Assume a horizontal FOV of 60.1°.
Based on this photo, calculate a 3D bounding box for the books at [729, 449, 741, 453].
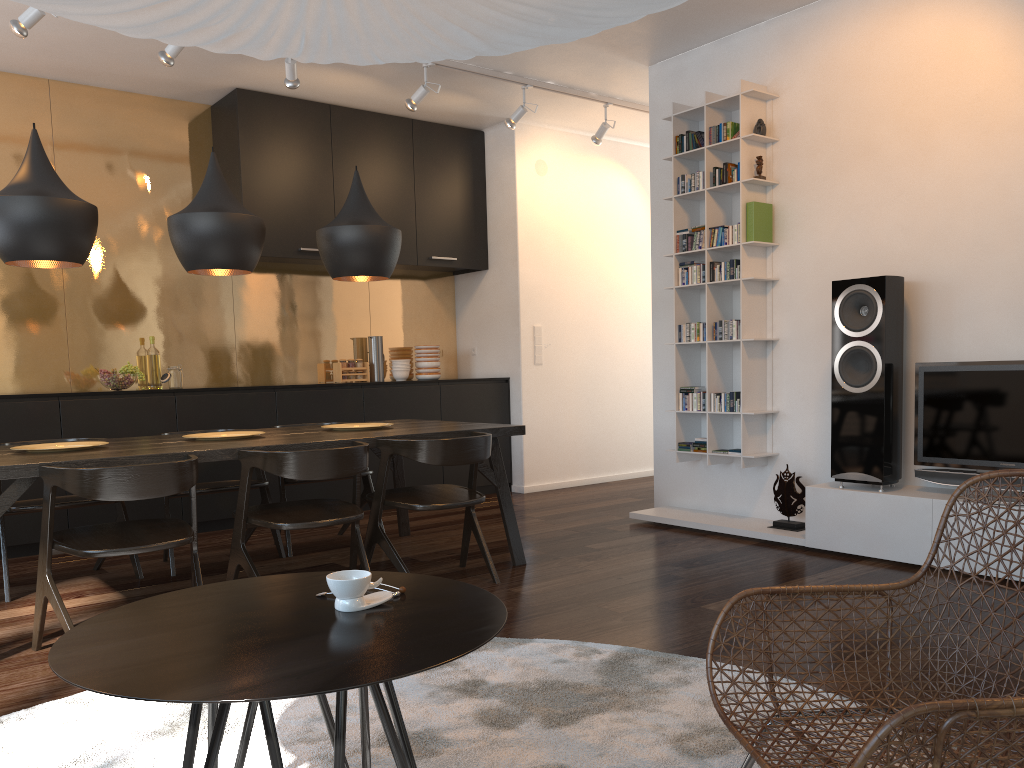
[{"bbox_3d":[1.270,0.373,4.937,0.069,0.014,0.093,-2,1,-33],"label":"books"}]

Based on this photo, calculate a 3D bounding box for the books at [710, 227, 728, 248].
[{"bbox_3d":[1.163,-0.813,4.932,0.095,0.108,0.087,-4,4,-38],"label":"books"}]

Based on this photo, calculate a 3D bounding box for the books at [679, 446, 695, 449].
[{"bbox_3d":[1.041,0.372,5.215,0.069,0.014,0.092,-2,1,-38],"label":"books"}]

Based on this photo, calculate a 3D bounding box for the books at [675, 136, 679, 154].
[{"bbox_3d":[0.969,-1.369,5.091,0.069,0.108,0.016,-5,6,-38],"label":"books"}]

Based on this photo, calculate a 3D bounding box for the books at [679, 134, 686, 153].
[{"bbox_3d":[0.986,-1.369,5.061,0.069,0.108,0.023,-5,6,-38],"label":"books"}]

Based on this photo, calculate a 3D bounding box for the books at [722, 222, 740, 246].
[{"bbox_3d":[1.238,-0.818,4.852,0.122,0.113,0.136,-4,4,-38],"label":"books"}]

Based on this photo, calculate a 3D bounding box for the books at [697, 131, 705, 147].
[{"bbox_3d":[1.077,-1.365,4.949,0.069,0.099,0.057,-5,5,-38],"label":"books"}]

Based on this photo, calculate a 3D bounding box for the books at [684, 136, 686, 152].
[{"bbox_3d":[1.009,-1.362,5.038,0.069,0.093,0.014,-4,6,-38],"label":"books"}]

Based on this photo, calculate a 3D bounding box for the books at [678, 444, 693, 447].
[{"bbox_3d":[1.039,0.359,5.214,0.069,0.015,0.092,-2,1,-38],"label":"books"}]

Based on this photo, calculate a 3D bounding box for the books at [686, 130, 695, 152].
[{"bbox_3d":[1.020,-1.373,5.021,0.074,0.116,0.028,-5,6,-38],"label":"books"}]

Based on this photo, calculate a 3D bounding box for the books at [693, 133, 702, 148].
[{"bbox_3d":[1.060,-1.362,4.969,0.069,0.091,0.046,-4,5,-38],"label":"books"}]

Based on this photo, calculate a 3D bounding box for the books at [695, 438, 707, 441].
[{"bbox_3d":[1.116,0.321,5.113,0.069,0.014,0.092,-2,1,-38],"label":"books"}]

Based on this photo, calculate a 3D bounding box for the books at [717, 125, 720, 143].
[{"bbox_3d":[1.156,-1.366,4.870,0.069,0.108,0.012,-5,6,-38],"label":"books"}]

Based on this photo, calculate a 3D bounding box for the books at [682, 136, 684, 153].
[{"bbox_3d":[1.000,-1.361,5.049,0.069,0.093,0.014,-4,6,-38],"label":"books"}]

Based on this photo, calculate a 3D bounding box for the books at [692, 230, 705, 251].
[{"bbox_3d":[1.094,-0.813,5.026,0.095,0.108,0.114,-4,4,-38],"label":"books"}]

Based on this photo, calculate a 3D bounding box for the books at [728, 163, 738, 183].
[{"bbox_3d":[1.204,-1.143,4.819,0.069,0.108,0.016,-5,6,-38],"label":"books"}]

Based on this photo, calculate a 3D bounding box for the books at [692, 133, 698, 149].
[{"bbox_3d":[1.047,-1.362,4.988,0.069,0.094,0.028,-4,6,-38],"label":"books"}]

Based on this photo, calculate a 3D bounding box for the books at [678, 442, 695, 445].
[{"bbox_3d":[1.043,0.349,5.210,0.069,0.009,0.107,-2,1,-38],"label":"books"}]

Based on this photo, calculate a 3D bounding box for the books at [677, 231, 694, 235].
[{"bbox_3d":[1.011,-0.870,5.116,0.069,0.014,0.092,-2,1,-38],"label":"books"}]

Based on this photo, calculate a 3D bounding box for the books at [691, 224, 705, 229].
[{"bbox_3d":[1.089,-0.889,5.012,0.093,0.014,0.111,-2,1,-38],"label":"books"}]

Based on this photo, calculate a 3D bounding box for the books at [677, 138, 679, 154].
[{"bbox_3d":[0.976,-1.362,5.077,0.069,0.093,0.014,-4,6,-38],"label":"books"}]

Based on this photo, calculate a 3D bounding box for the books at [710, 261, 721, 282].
[{"bbox_3d":[1.148,-0.628,4.977,0.074,0.116,0.028,-5,6,-38],"label":"books"}]

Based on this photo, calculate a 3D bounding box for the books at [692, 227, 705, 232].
[{"bbox_3d":[1.082,-0.874,5.009,0.069,0.018,0.107,-3,1,-38],"label":"books"}]

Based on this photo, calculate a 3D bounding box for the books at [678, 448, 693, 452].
[{"bbox_3d":[1.041,0.387,5.215,0.074,0.015,0.098,-2,1,-38],"label":"books"}]

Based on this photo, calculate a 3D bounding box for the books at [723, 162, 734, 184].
[{"bbox_3d":[1.188,-1.147,4.836,0.074,0.116,0.028,-5,6,-38],"label":"books"}]

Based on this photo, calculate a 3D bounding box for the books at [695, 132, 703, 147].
[{"bbox_3d":[1.072,-1.365,4.956,0.069,0.099,0.057,-5,5,-38],"label":"books"}]

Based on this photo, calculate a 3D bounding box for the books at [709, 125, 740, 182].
[{"bbox_3d":[1.201,-1.256,4.851,0.107,0.335,0.228,-5,5,-37],"label":"books"}]

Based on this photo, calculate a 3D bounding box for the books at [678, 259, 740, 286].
[{"bbox_3d":[1.149,-0.627,5.004,0.122,0.113,0.467,-4,2,-38],"label":"books"}]

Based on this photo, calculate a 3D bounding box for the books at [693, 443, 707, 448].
[{"bbox_3d":[1.110,0.354,5.120,0.069,0.023,0.107,-3,2,-38],"label":"books"}]

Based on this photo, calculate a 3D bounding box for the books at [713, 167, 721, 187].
[{"bbox_3d":[1.141,-1.141,4.892,0.069,0.108,0.023,-5,6,-38],"label":"books"}]

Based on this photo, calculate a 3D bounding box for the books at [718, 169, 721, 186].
[{"bbox_3d":[1.163,-1.134,4.869,0.069,0.093,0.014,-4,6,-38],"label":"books"}]

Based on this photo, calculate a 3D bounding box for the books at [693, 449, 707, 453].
[{"bbox_3d":[1.115,0.387,5.126,0.069,0.016,0.107,-3,1,-38],"label":"books"}]

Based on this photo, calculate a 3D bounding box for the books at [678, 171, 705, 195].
[{"bbox_3d":[1.059,-1.145,5.044,0.108,0.113,0.221,-4,3,-38],"label":"books"}]

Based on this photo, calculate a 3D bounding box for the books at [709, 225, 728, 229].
[{"bbox_3d":[1.160,-0.870,4.918,0.069,0.008,0.107,-2,1,-38],"label":"books"}]

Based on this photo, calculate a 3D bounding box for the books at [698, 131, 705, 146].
[{"bbox_3d":[1.083,-1.365,4.942,0.069,0.099,0.057,-5,5,-38],"label":"books"}]

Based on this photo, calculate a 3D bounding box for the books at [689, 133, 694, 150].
[{"bbox_3d":[1.034,-1.366,5.002,0.074,0.100,0.019,-4,6,-38],"label":"books"}]

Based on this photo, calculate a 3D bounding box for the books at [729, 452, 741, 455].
[{"bbox_3d":[1.270,0.386,4.943,0.069,0.014,0.092,-2,1,-38],"label":"books"}]

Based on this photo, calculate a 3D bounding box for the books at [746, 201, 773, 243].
[{"bbox_3d":[1.342,-0.870,4.795,0.165,0.215,0.049,-4,6,-38],"label":"books"}]

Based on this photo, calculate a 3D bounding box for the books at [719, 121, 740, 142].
[{"bbox_3d":[1.221,-1.370,4.811,0.101,0.111,0.160,-4,3,-38],"label":"books"}]

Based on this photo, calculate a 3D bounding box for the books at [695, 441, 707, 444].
[{"bbox_3d":[1.116,0.335,5.114,0.069,0.014,0.092,-2,1,-38],"label":"books"}]

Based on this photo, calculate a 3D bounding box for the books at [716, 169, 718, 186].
[{"bbox_3d":[1.155,-1.134,4.881,0.069,0.093,0.014,-4,6,-38],"label":"books"}]

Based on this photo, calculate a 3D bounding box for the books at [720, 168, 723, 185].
[{"bbox_3d":[1.172,-1.135,4.855,0.069,0.093,0.020,-4,6,-38],"label":"books"}]

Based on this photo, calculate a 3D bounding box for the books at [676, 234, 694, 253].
[{"bbox_3d":[1.019,-0.811,5.122,0.095,0.105,0.101,-4,4,-38],"label":"books"}]

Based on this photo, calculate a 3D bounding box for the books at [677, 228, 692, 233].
[{"bbox_3d":[1.010,-0.883,5.110,0.069,0.014,0.093,-2,1,-33],"label":"books"}]

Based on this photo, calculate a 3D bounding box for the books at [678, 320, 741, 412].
[{"bbox_3d":[1.159,-0.100,5.050,0.122,0.514,0.468,-5,5,-38],"label":"books"}]

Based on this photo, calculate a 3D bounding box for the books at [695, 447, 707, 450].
[{"bbox_3d":[1.117,0.372,5.117,0.069,0.014,0.092,-2,1,-38],"label":"books"}]
